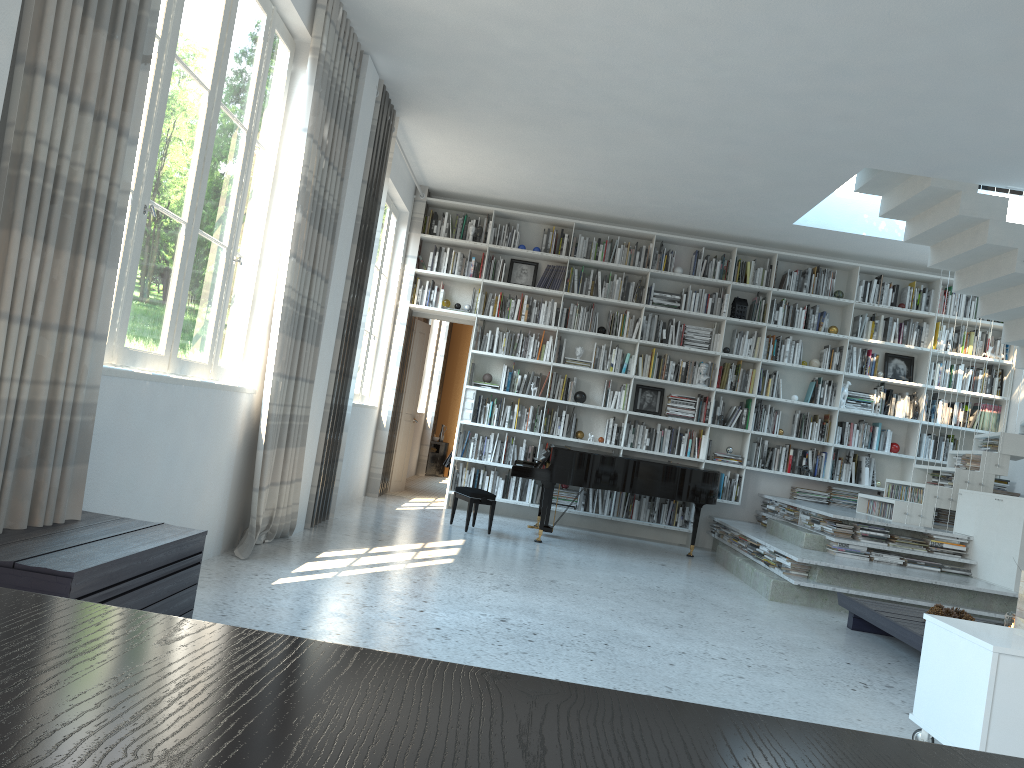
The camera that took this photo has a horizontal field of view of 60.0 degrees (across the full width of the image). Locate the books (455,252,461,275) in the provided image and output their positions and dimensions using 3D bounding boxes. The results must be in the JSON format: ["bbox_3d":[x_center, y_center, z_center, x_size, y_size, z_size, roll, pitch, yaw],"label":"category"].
[{"bbox_3d":[-0.564,-1.241,9.309,0.025,0.261,0.167,9,-2,2],"label":"books"}]

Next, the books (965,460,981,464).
[{"bbox_3d":[4.035,0.685,7.625,0.231,0.011,0.171,7,-3,38],"label":"books"}]

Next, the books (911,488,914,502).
[{"bbox_3d":[3.539,0.973,7.702,0.125,0.125,0.008,9,-2,1],"label":"books"}]

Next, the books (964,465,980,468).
[{"bbox_3d":[4.035,0.726,7.633,0.253,0.007,0.189,8,-3,29],"label":"books"}]

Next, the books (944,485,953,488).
[{"bbox_3d":[3.963,0.925,7.922,0.137,0.013,0.199,9,-3,8],"label":"books"}]

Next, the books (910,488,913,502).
[{"bbox_3d":[3.540,0.974,7.717,0.125,0.125,0.007,9,-2,1],"label":"books"}]

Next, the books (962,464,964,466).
[{"bbox_3d":[4.105,0.734,7.877,0.139,0.013,0.155,9,-3,4],"label":"books"}]

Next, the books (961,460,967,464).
[{"bbox_3d":[4.107,0.704,7.849,0.178,0.035,0.222,9,-3,6],"label":"books"}]

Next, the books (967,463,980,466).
[{"bbox_3d":[4.023,0.701,7.612,0.214,0.014,0.138,8,-3,29],"label":"books"}]

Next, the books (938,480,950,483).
[{"bbox_3d":[3.952,0.885,7.924,0.184,0.013,0.225,9,-3,-1],"label":"books"}]

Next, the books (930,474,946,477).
[{"bbox_3d":[3.974,0.854,8.149,0.159,0.009,0.208,9,-3,-2],"label":"books"}]

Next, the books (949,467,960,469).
[{"bbox_3d":[4.167,0.790,8.129,0.190,0.018,0.287,9,-3,1],"label":"books"}]

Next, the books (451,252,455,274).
[{"bbox_3d":[-0.615,-1.243,9.311,0.012,0.249,0.192,9,-2,2],"label":"books"}]

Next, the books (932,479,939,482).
[{"bbox_3d":[3.974,0.899,8.147,0.145,0.015,0.166,9,-3,-4],"label":"books"}]

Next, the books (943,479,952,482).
[{"bbox_3d":[3.967,0.874,7.924,0.149,0.013,0.220,9,-3,7],"label":"books"}]

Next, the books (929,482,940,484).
[{"bbox_3d":[3.959,0.920,8.146,0.158,0.009,0.216,9,-3,-5],"label":"books"}]

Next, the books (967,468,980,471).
[{"bbox_3d":[4.028,0.748,7.629,0.205,0.012,0.183,8,-3,29],"label":"books"}]

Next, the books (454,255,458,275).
[{"bbox_3d":[-0.584,-1.228,9.340,0.011,0.231,0.135,9,-2,2],"label":"books"}]

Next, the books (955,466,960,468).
[{"bbox_3d":[4.194,0.777,8.129,0.136,0.017,0.288,9,-3,0],"label":"books"}]

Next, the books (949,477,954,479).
[{"bbox_3d":[3.875,0.822,7.650,0.168,0.014,0.212,8,-3,22],"label":"books"}]

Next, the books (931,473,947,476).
[{"bbox_3d":[3.979,0.838,8.149,0.161,0.012,0.195,9,-3,-1],"label":"books"}]

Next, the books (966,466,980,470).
[{"bbox_3d":[4.027,0.735,7.624,0.215,0.013,0.189,7,-3,34],"label":"books"}]

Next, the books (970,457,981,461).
[{"bbox_3d":[4.040,0.657,7.628,0.184,0.016,0.179,8,-3,30],"label":"books"}]

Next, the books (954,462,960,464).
[{"bbox_3d":[4.197,0.742,8.130,0.145,0.012,0.297,9,-3,1],"label":"books"}]

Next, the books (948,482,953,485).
[{"bbox_3d":[3.856,0.872,7.653,0.171,0.019,0.240,8,-3,27],"label":"books"}]

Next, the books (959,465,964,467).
[{"bbox_3d":[4.102,0.746,7.861,0.199,0.014,0.177,9,-3,6],"label":"books"}]

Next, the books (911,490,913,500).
[{"bbox_3d":[3.540,0.974,7.709,0.125,0.125,0.008,9,-2,1],"label":"books"}]

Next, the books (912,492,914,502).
[{"bbox_3d":[3.539,0.973,7.683,0.125,0.125,0.009,9,-2,1],"label":"books"}]

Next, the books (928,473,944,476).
[{"bbox_3d":[3.957,0.844,8.149,0.198,0.006,0.188,9,-3,-2],"label":"books"}]

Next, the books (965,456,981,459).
[{"bbox_3d":[4.034,0.645,7.616,0.254,0.005,0.161,7,-3,34],"label":"books"}]

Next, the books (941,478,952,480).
[{"bbox_3d":[3.955,0.859,7.925,0.189,0.012,0.155,9,-3,5],"label":"books"}]

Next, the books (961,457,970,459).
[{"bbox_3d":[4.114,0.669,7.863,0.218,0.012,0.156,8,-3,18],"label":"books"}]

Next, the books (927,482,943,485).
[{"bbox_3d":[3.950,0.927,8.146,0.189,0.007,0.195,9,-3,-1],"label":"books"}]

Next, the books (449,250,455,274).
[{"bbox_3d":[-0.626,-1.255,9.313,0.013,0.268,0.162,9,-2,2],"label":"books"}]

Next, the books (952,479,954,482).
[{"bbox_3d":[3.883,0.845,7.645,0.141,0.028,0.223,8,-3,21],"label":"books"}]

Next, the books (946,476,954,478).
[{"bbox_3d":[3.984,0.841,7.925,0.133,0.017,0.178,9,-3,6],"label":"books"}]

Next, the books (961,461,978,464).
[{"bbox_3d":[4.025,0.691,7.612,0.295,0.006,0.146,7,-3,36],"label":"books"}]

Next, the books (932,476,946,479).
[{"bbox_3d":[3.978,0.870,8.148,0.140,0.022,0.181,9,-3,-5],"label":"books"}]

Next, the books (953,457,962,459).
[{"bbox_3d":[4.185,0.693,8.132,0.173,0.011,0.203,9,-3,-3],"label":"books"}]

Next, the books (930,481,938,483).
[{"bbox_3d":[3.958,0.910,8.147,0.159,0.012,0.225,9,-3,9],"label":"books"}]

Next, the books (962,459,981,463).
[{"bbox_3d":[4.028,0.674,7.613,0.295,0.007,0.146,7,-3,32],"label":"books"}]

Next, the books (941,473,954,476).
[{"bbox_3d":[3.962,0.821,7.926,0.177,0.014,0.194,9,-3,-4],"label":"books"}]

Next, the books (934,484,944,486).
[{"bbox_3d":[3.982,0.942,8.145,0.130,0.014,0.188,9,-3,2],"label":"books"}]

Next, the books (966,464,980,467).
[{"bbox_3d":[4.029,0.716,7.623,0.221,0.011,0.180,7,-3,33],"label":"books"}]

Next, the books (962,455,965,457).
[{"bbox_3d":[4.117,0.655,7.865,0.166,0.017,0.190,9,-3,4],"label":"books"}]

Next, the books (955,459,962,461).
[{"bbox_3d":[4.199,0.709,8.131,0.149,0.017,0.240,9,-3,0],"label":"books"}]

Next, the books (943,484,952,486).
[{"bbox_3d":[3.965,0.914,7.923,0.147,0.008,0.188,9,-3,6],"label":"books"}]

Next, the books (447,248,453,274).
[{"bbox_3d":[-0.649,-1.270,9.322,0.037,0.291,0.155,9,-2,2],"label":"books"}]

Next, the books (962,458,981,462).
[{"bbox_3d":[4.029,0.666,7.613,0.295,0.007,0.146,7,-3,36],"label":"books"}]

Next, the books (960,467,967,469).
[{"bbox_3d":[4.102,0.763,7.889,0.184,0.016,0.128,9,-3,9],"label":"books"}]

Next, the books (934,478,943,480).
[{"bbox_3d":[3.983,0.887,8.147,0.132,0.010,0.198,9,-3,6],"label":"books"}]

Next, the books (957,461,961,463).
[{"bbox_3d":[4.201,0.727,8.131,0.143,0.019,0.230,9,-3,1],"label":"books"}]

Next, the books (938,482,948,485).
[{"bbox_3d":[3.950,0.900,7.924,0.175,0.016,0.207,9,-3,-4],"label":"books"}]

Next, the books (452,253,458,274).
[{"bbox_3d":[-0.599,-1.238,9.311,0.021,0.244,0.174,9,-2,2],"label":"books"}]

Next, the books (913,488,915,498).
[{"bbox_3d":[3.539,0.972,7.675,0.125,0.125,0.007,9,-2,1],"label":"books"}]

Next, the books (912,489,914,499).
[{"bbox_3d":[3.539,0.973,7.693,0.125,0.125,0.010,9,-2,1],"label":"books"}]

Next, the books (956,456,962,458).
[{"bbox_3d":[4.197,0.682,8.132,0.157,0.014,0.180,9,-3,-2],"label":"books"}]

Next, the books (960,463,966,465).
[{"bbox_3d":[4.105,0.724,7.853,0.188,0.005,0.181,9,-3,2],"label":"books"}]

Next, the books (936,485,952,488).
[{"bbox_3d":[3.939,0.929,7.923,0.191,0.004,0.223,9,-3,-2],"label":"books"}]
